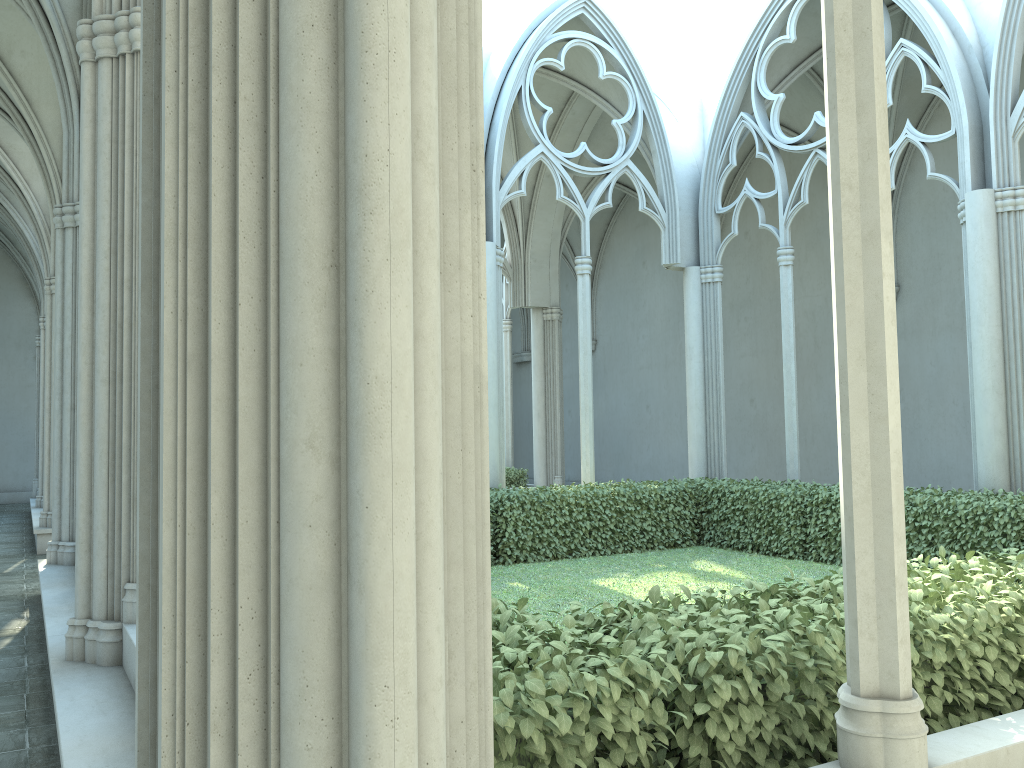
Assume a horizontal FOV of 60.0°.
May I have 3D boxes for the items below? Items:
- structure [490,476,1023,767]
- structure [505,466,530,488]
[{"bbox_3d":[1.304,1.489,7.581,7.995,0.963,8.018,1,-4,-29],"label":"structure"},{"bbox_3d":[-4.990,2.266,19.004,7.995,0.963,8.018,1,-4,-29],"label":"structure"}]
